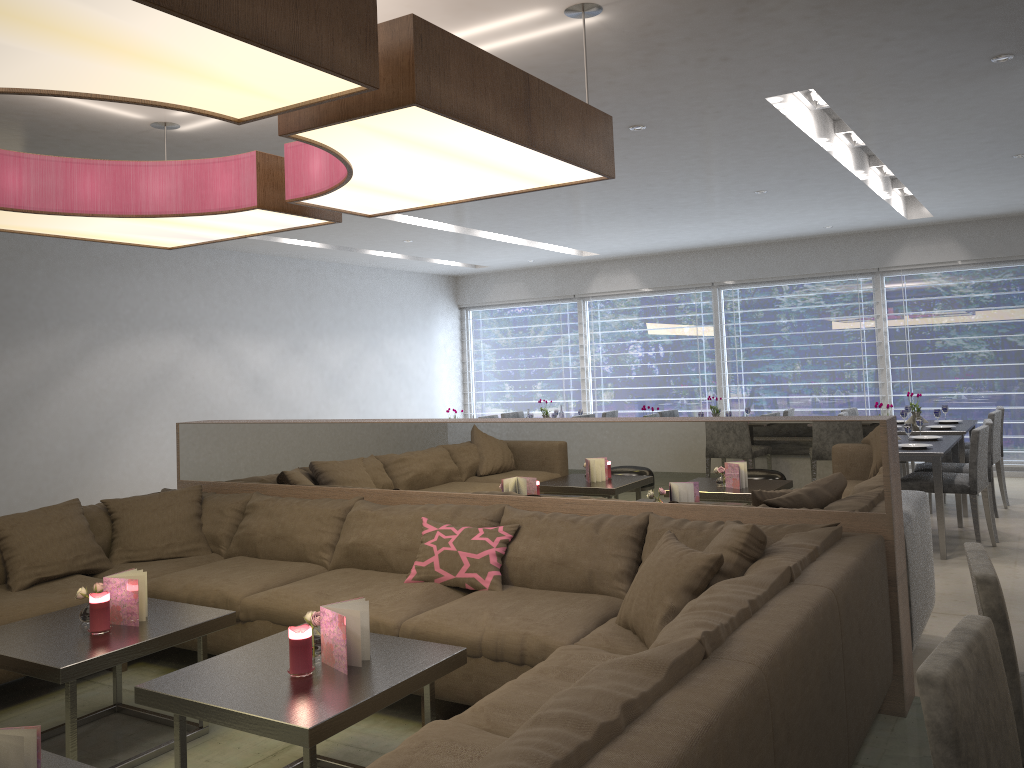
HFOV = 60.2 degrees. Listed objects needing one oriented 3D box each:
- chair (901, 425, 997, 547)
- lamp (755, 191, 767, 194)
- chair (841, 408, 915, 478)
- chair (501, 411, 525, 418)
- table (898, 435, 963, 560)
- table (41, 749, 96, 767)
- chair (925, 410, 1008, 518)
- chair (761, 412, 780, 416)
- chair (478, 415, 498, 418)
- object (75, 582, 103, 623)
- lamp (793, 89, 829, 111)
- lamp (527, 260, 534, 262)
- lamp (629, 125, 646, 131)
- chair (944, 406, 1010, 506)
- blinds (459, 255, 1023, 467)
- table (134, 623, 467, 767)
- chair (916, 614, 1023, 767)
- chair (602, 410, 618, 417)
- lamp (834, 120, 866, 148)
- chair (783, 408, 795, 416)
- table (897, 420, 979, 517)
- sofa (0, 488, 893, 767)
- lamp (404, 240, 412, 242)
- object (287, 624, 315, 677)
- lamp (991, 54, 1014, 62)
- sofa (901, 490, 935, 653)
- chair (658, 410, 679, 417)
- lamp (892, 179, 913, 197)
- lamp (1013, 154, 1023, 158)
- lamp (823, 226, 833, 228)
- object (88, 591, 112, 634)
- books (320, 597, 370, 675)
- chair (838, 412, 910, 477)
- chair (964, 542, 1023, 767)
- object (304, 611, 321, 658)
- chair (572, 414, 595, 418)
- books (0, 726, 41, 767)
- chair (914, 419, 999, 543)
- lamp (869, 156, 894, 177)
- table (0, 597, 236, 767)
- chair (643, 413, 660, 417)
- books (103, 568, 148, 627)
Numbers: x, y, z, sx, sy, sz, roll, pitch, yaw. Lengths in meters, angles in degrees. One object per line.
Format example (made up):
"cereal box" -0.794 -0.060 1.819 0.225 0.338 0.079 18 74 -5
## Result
"chair" 2.698 0.651 5.510 0.491 0.765 0.476 -4 -3 37
"lamp" 1.899 -1.462 6.740 0.089 0.007 0.089 -3 1 -13
"chair" 3.165 0.593 7.633 0.491 0.765 0.476 -4 -3 37
"chair" 0.197 0.683 9.450 0.491 0.765 0.476 -4 -3 37
"table" 2.546 0.713 5.919 0.775 0.636 1.189 -3 0 32
"table" -1.111 1.053 1.658 0.656 0.413 0.657 -3 0 32
"chair" 3.493 0.595 6.803 0.491 0.765 0.476 -4 -3 37
"chair" 2.052 0.638 7.685 0.491 0.765 0.476 -4 -3 37
"chair" -0.030 0.701 8.971 0.491 0.765 0.476 -3 -2 27
"object" -1.485 0.772 3.130 0.100 0.130 0.095 -3 -2 15
"lamp" 1.713 -1.625 4.901 0.226 0.102 0.488 -2 1 32
"lamp" 0.223 -1.461 10.506 0.089 0.007 0.089 -3 1 -13
"lamp" 0.676 -1.375 4.750 0.089 0.007 0.089 -3 1 -13
"chair" 3.785 0.574 7.263 0.491 0.765 0.476 -3 -2 27
"blinds" 2.345 -0.152 10.076 7.081 2.051 0.045 -2 -3 31
"table" -0.578 1.015 2.524 0.656 0.413 0.657 -3 0 32
"chair" 0.929 0.801 1.304 0.491 0.765 0.477 -4 -3 38
"chair" 0.817 0.664 9.080 0.491 0.765 0.476 -3 -2 27
"lamp" 2.311 -1.667 5.873 0.226 0.102 0.488 -2 1 32
"chair" 2.345 0.618 8.145 0.491 0.765 0.476 -3 -2 27
"table" 3.341 0.656 7.211 0.775 0.636 1.189 -3 0 32
"sofa" -1.130 0.906 2.644 3.758 0.678 3.179 -2 1 32
"lamp" -1.001 -1.374 8.515 0.089 0.007 0.089 -3 1 -13
"object" -0.593 0.746 2.480 0.075 0.129 0.075 -3 -2 4
"lamp" 2.138 -1.419 3.855 0.089 0.007 0.089 -3 1 -13
"sofa" 0.048 0.846 4.546 3.790 0.630 0.835 -2 0 31
"chair" 1.725 0.637 8.515 0.491 0.765 0.476 -4 -3 37
"lamp" 3.554 -1.756 7.896 0.226 0.102 0.488 -2 1 32
"lamp" 3.362 -1.506 5.845 0.089 0.007 0.089 -3 1 -13
"lamp" 3.123 -1.549 8.731 0.089 0.007 0.089 -3 1 -13
"object" -1.390 0.770 2.980 0.075 0.129 0.075 -3 -2 4
"books" -0.452 0.727 2.557 0.143 0.165 0.157 -1 -2 -38
"chair" 2.939 0.611 7.154 0.491 0.765 0.476 -3 -2 27
"chair" 1.302 0.774 1.935 0.491 0.765 0.476 -3 -2 24
"object" -0.593 0.742 2.641 0.092 0.132 0.102 -2 -2 -3
"chair" 0.525 0.684 8.620 0.491 0.765 0.476 -4 -3 37
"books" -1.000 0.766 1.670 0.143 0.165 0.157 -2 -1 -3
"chair" 2.990 0.631 5.970 0.491 0.765 0.476 -3 -2 27
"lamp" 2.971 -1.714 6.947 0.226 0.102 0.488 -2 1 32
"table" -1.431 1.041 3.046 0.656 0.413 0.657 -3 0 32
"chair" 1.498 0.655 8.036 0.491 0.765 0.476 -3 -2 27
"books" -1.353 0.754 3.087 0.143 0.165 0.257 -2 0 -4
